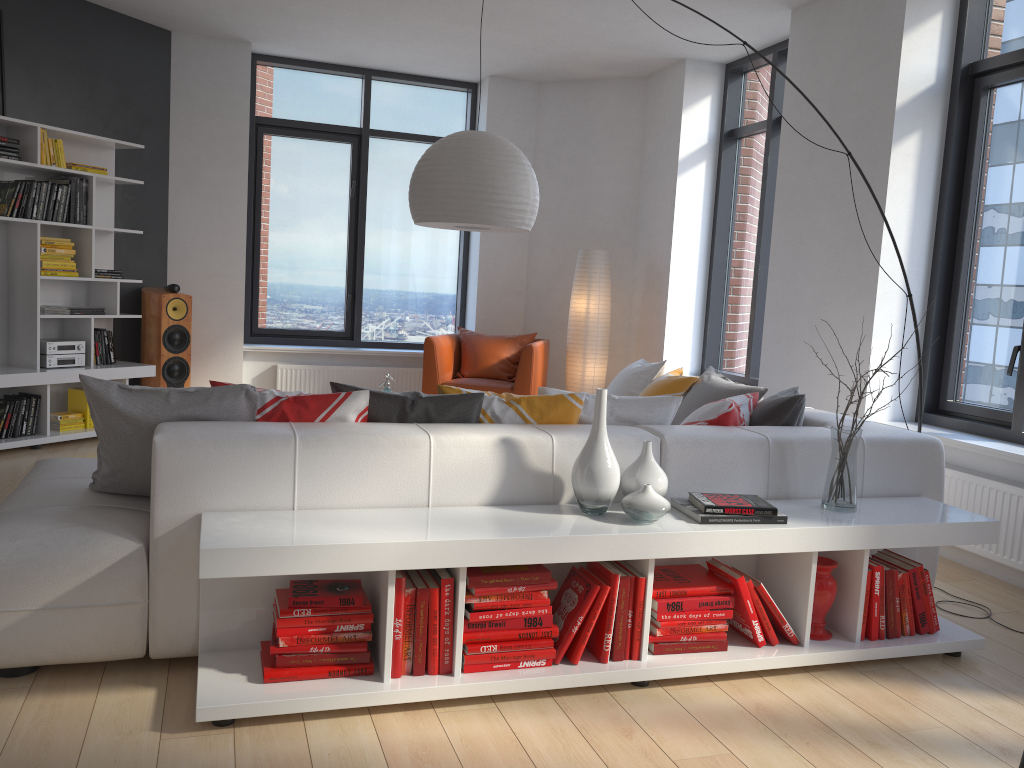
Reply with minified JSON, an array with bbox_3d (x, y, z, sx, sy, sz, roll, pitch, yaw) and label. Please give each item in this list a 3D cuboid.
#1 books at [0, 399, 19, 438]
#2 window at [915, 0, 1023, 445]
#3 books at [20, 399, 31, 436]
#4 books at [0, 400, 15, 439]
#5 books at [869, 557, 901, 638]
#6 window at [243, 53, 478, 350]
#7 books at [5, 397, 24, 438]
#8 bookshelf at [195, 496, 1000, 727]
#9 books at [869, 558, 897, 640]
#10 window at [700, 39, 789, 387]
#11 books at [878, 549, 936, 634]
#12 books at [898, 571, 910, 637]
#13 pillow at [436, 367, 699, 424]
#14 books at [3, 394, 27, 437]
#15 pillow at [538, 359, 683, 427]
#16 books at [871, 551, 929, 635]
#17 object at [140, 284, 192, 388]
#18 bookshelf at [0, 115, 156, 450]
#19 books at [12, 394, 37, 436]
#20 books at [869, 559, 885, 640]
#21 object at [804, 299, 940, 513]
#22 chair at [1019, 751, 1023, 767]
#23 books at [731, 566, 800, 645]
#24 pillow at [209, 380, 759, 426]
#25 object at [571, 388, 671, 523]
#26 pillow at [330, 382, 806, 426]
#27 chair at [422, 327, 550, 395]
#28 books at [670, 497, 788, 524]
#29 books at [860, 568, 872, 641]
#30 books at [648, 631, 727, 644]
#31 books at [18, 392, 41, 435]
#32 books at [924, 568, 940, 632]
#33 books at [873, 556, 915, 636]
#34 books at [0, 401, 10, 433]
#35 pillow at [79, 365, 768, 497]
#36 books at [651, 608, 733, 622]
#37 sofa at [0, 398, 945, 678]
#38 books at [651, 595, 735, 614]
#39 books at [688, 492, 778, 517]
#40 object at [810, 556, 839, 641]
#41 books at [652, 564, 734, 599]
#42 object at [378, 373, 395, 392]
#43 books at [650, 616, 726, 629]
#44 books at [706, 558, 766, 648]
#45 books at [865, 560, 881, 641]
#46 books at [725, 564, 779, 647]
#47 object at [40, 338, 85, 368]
[{"bbox_3d":[-3.205,0.217,5.606,0.169,0.233,0.081,6,7,25],"label":"books"},{"bbox_3d":[2.567,-0.904,4.160,0.170,2.402,1.310,1,6,-18],"label":"window"},{"bbox_3d":[-3.174,0.207,5.684,0.179,0.243,0.068,6,7,25],"label":"books"},{"bbox_3d":[-3.232,0.218,5.584,0.187,0.234,0.096,6,7,27],"label":"books"},{"bbox_3d":[1.291,0.743,3.108,0.066,0.247,0.175,1,6,-18],"label":"books"},{"bbox_3d":[-1.326,-1.523,7.807,1.960,2.402,0.170,1,6,-18],"label":"window"},{"bbox_3d":[-3.178,0.213,5.631,0.172,0.242,0.069,7,7,27],"label":"books"},{"bbox_3d":[0.377,0.669,2.834,2.600,0.500,0.356,1,6,-18],"label":"bookshelf"},{"bbox_3d":[1.260,0.738,3.109,0.076,0.252,0.199,1,6,-18],"label":"books"},{"bbox_3d":[1.849,-1.177,6.329,0.170,2.402,1.310,1,6,-18],"label":"window"},{"bbox_3d":[1.410,0.738,3.168,0.116,0.255,0.198,1,6,-18],"label":"books"},{"bbox_3d":[1.322,0.749,3.125,0.081,0.230,0.165,1,6,-18],"label":"books"},{"bbox_3d":[0.362,0.166,4.048,0.630,0.440,2.095,7,7,28],"label":"pillow"},{"bbox_3d":[-3.191,0.201,5.662,0.192,0.254,0.075,6,7,25],"label":"books"},{"bbox_3d":[0.473,0.123,4.345,0.580,0.456,2.156,4,6,7],"label":"pillow"},{"bbox_3d":[1.379,0.741,3.155,0.119,0.249,0.187,1,6,-18],"label":"books"},{"bbox_3d":[-2.651,-0.219,6.717,0.434,1.088,0.290,9,8,41],"label":"object"},{"bbox_3d":[-3.409,-0.577,5.091,0.455,2.052,3.000,6,7,26],"label":"bookshelf"},{"bbox_3d":[-3.161,0.199,5.719,0.191,0.249,0.084,6,7,26],"label":"books"},{"bbox_3d":[1.229,0.734,3.089,0.056,0.262,0.185,1,6,-18],"label":"books"},{"bbox_3d":[1.202,0.073,3.010,0.406,0.744,0.607,6,7,21],"label":"object"},{"bbox_3d":[0.712,0.718,0.679,0.655,0.891,0.619,2,6,-12],"label":"chair"},{"bbox_3d":[0.842,0.743,2.978,0.186,0.223,0.188,1,6,-18],"label":"books"},{"bbox_3d":[0.031,0.229,3.369,2.250,0.449,0.575,1,6,-21],"label":"pillow"},{"bbox_3d":[0.353,0.216,2.831,0.316,0.398,0.319,4,6,5],"label":"object"},{"bbox_3d":[0.340,0.210,3.478,2.120,0.436,0.608,1,7,-23],"label":"pillow"},{"bbox_3d":[-0.178,-0.005,7.147,0.896,0.858,0.843,5,6,13],"label":"chair"},{"bbox_3d":[0.706,0.415,2.913,0.300,0.026,0.245,2,6,-13],"label":"books"},{"bbox_3d":[1.166,0.737,3.063,0.026,0.250,0.168,1,6,-19],"label":"books"},{"bbox_3d":[0.537,0.796,2.895,0.266,0.026,0.187,2,6,-13],"label":"books"},{"bbox_3d":[-3.146,0.192,5.749,0.197,0.260,0.066,6,7,26],"label":"books"},{"bbox_3d":[1.441,0.751,3.182,0.103,0.230,0.173,1,6,-18],"label":"books"},{"bbox_3d":[1.344,0.748,3.136,0.083,0.233,0.178,1,6,-18],"label":"books"},{"bbox_3d":[-3.243,0.220,5.552,0.182,0.234,0.104,6,7,26],"label":"books"},{"bbox_3d":[-0.162,0.158,3.648,2.953,0.453,0.647,0,7,-31],"label":"pillow"},{"bbox_3d":[0.557,0.723,2.895,0.261,0.027,0.191,2,6,-14],"label":"books"},{"bbox_3d":[-0.325,0.372,4.139,3.424,0.732,2.614,1,6,-19],"label":"sofa"},{"bbox_3d":[0.551,0.688,2.906,0.279,0.039,0.206,1,6,-19],"label":"books"},{"bbox_3d":[0.714,0.392,2.887,0.238,0.027,0.188,3,6,-5],"label":"books"},{"bbox_3d":[1.041,0.729,3.030,0.125,0.258,0.125,-2,8,-41],"label":"object"},{"bbox_3d":[0.540,0.650,2.924,0.301,0.032,0.227,1,6,-18],"label":"books"},{"bbox_3d":[-0.750,0.071,4.712,0.330,0.265,0.330,4,6,5],"label":"object"},{"bbox_3d":[0.548,0.748,2.891,0.236,0.023,0.178,1,6,-18],"label":"books"},{"bbox_3d":[0.743,0.725,2.950,0.134,0.248,0.192,1,6,-19],"label":"books"},{"bbox_3d":[1.199,0.728,3.081,0.050,0.268,0.198,1,6,-19],"label":"books"},{"bbox_3d":[0.790,0.735,2.960,0.148,0.232,0.171,2,6,-17],"label":"books"},{"bbox_3d":[-3.075,-0.207,5.958,0.270,0.174,0.285,6,7,26],"label":"object"}]
